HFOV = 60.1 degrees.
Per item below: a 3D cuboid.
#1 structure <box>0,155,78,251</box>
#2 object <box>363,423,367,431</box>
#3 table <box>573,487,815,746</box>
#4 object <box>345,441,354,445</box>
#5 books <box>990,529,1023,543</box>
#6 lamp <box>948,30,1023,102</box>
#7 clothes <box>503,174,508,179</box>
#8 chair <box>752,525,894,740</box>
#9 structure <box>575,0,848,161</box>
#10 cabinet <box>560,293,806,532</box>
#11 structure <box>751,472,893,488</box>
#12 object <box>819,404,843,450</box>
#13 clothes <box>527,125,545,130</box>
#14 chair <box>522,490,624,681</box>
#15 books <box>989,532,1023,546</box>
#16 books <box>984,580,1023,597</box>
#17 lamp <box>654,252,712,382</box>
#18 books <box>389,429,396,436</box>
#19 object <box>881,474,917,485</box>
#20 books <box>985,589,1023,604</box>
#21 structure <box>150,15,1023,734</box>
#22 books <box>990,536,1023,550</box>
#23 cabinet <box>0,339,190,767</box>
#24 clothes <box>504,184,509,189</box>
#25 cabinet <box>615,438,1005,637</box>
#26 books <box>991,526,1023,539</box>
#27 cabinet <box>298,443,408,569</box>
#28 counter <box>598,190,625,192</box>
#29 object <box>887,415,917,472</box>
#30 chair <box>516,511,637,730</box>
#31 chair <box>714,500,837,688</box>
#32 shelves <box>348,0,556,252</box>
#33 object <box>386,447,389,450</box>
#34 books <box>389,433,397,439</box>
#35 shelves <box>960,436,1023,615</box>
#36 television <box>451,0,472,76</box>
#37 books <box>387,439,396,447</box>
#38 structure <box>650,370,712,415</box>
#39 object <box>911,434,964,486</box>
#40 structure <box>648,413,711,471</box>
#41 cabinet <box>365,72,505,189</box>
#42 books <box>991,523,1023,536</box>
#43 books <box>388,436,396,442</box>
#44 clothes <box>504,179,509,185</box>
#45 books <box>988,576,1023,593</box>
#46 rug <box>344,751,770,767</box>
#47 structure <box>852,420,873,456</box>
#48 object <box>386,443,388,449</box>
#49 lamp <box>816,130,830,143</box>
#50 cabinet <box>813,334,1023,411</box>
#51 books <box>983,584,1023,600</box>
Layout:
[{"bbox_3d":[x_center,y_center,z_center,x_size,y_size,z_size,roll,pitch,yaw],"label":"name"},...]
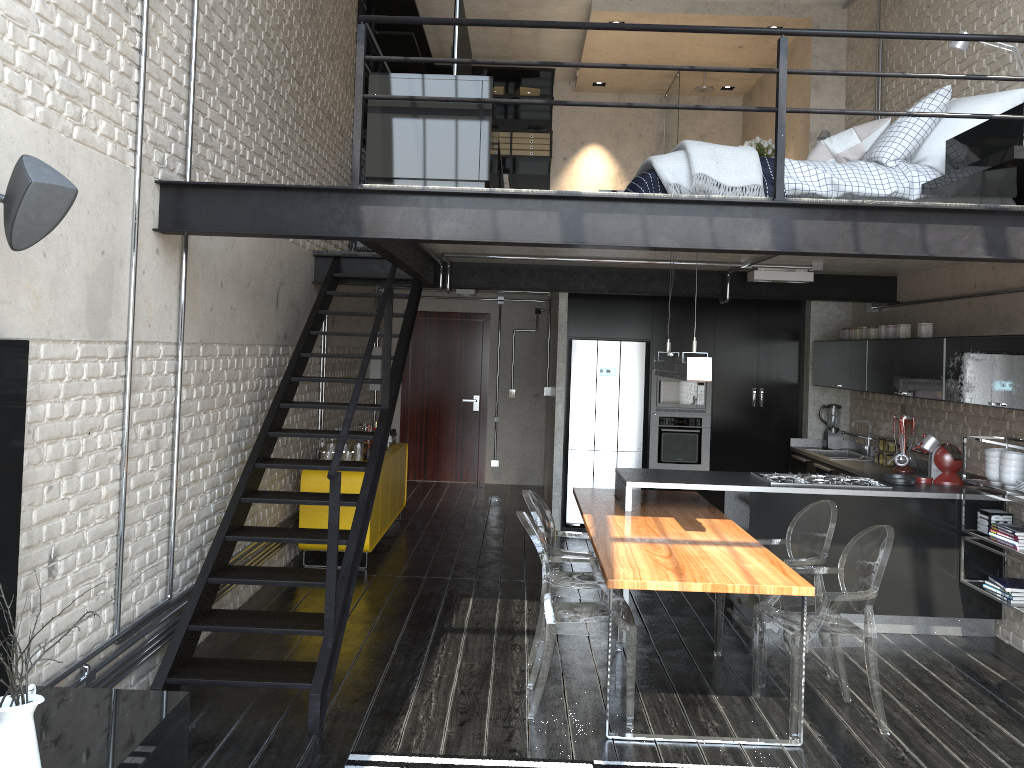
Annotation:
[{"bbox_3d":[-1.580,-0.576,2.810,0.358,0.306,0.177,2,0,19],"label":"structure"},{"bbox_3d":[-1.379,0.488,8.324,0.119,0.240,0.119,2,-1,17],"label":"object"},{"bbox_3d":[0.893,1.209,5.288,0.927,0.733,2.673,2,2,1],"label":"table"},{"bbox_3d":[-1.422,0.573,8.026,0.245,0.092,0.151,4,2,42],"label":"object"},{"bbox_3d":[3.001,0.898,5.216,0.211,0.021,0.293,2,2,-2],"label":"books"},{"bbox_3d":[2.802,-1.769,5.181,0.170,0.689,0.481,3,-1,-34],"label":"lamp"},{"bbox_3d":[-0.256,-2.624,11.337,0.399,0.068,0.494,2,2,-3],"label":"clothes"},{"bbox_3d":[1.563,1.164,4.353,0.590,0.941,0.540,2,-1,-4],"label":"chair"},{"bbox_3d":[2.061,-2.414,10.210,2.593,2.953,2.790,2,0,1],"label":"structure"},{"bbox_3d":[1.666,0.228,8.827,2.320,2.477,0.552,2,-1,1],"label":"cabinet"},{"bbox_3d":[2.104,0.650,6.063,0.811,0.026,0.502,2,2,1],"label":"structure"},{"bbox_3d":[2.982,0.396,8.289,0.223,0.423,0.162,2,-1,1],"label":"object"},{"bbox_3d":[0.310,-3.264,11.425,0.262,0.135,0.273,2,1,1],"label":"clothes"},{"bbox_3d":[0.336,1.095,5.034,0.590,0.941,0.539,2,-1,11],"label":"chair"},{"bbox_3d":[2.994,0.918,5.216,0.211,0.021,0.293,2,2,0],"label":"books"},{"bbox_3d":[2.975,1.212,5.242,0.201,0.023,0.278,2,2,-2],"label":"books"},{"bbox_3d":[0.938,-0.478,4.885,0.125,0.891,1.088,2,1,1],"label":"lamp"},{"bbox_3d":[-1.296,0.471,8.700,0.259,0.038,0.325,2,2,3],"label":"books"},{"bbox_3d":[2.629,0.656,6.022,0.227,0.050,0.310,3,2,29],"label":"object"},{"bbox_3d":[2.974,1.255,5.241,0.201,0.023,0.278,2,2,0],"label":"books"},{"bbox_3d":[0.841,-0.121,5.868,4.783,3.344,3.786,2,1,1],"label":"structure"},{"bbox_3d":[3.000,0.938,5.215,0.211,0.021,0.293,2,2,0],"label":"books"},{"bbox_3d":[-1.460,0.778,1.460,0.734,1.723,3.106,2,1,1],"label":"cabinet"},{"bbox_3d":[-0.250,-2.499,11.353,0.399,0.068,0.494,2,2,-4],"label":"clothes"},{"bbox_3d":[1.950,1.041,7.035,2.431,1.005,2.746,2,2,1],"label":"cabinet"},{"bbox_3d":[3.007,0.879,5.217,0.211,0.021,0.293,2,2,1],"label":"books"},{"bbox_3d":[-1.356,1.010,7.918,0.548,0.770,2.201,2,2,1],"label":"cabinet"},{"bbox_3d":[1.863,-1.488,8.955,2.614,0.814,0.753,2,0,1],"label":"counter"},{"bbox_3d":[2.993,0.453,6.778,0.211,0.427,0.202,2,-1,15],"label":"object"},{"bbox_3d":[0.300,1.118,4.393,0.590,0.941,0.539,2,-1,1],"label":"chair"},{"bbox_3d":[1.541,1.137,5.022,0.589,0.941,0.540,2,-1,-14],"label":"chair"},{"bbox_3d":[-0.565,-2.580,10.286,2.124,2.793,2.674,2,0,1],"label":"shelves"},{"bbox_3d":[-1.303,0.606,8.321,0.299,0.012,0.300,1,2,-19],"label":"object"},{"bbox_3d":[-1.302,0.505,8.712,0.287,0.031,0.351,2,2,1],"label":"books"},{"bbox_3d":[3.003,0.821,5.014,0.288,0.927,1.250,2,1,1],"label":"shelves"},{"bbox_3d":[-0.363,-1.999,5.911,0.296,0.862,1.318,2,1,1],"label":"television"},{"bbox_3d":[-1.302,0.573,8.710,0.259,0.044,0.351,2,2,3],"label":"books"},{"bbox_3d":[1.644,0.076,8.797,0.581,0.421,0.448,2,0,1],"label":"structure"},{"bbox_3d":[2.965,0.520,6.140,0.350,0.341,0.220,2,0,-15],"label":"object"},{"bbox_3d":[1.627,0.566,8.765,0.581,0.558,0.484,2,0,1],"label":"structure"},{"bbox_3d":[-0.388,-1.294,5.892,0.606,0.551,3.180,2,2,1],"label":"cabinet"},{"bbox_3d":[3.003,0.860,5.217,0.211,0.021,0.292,2,2,3],"label":"books"},{"bbox_3d":[-1.291,0.536,8.699,0.259,0.031,0.328,2,2,-1],"label":"books"},{"bbox_3d":[-0.238,-2.561,11.335,0.399,0.068,0.494,2,2,2],"label":"clothes"},{"bbox_3d":[2.980,1.191,5.243,0.201,0.023,0.278,2,2,10],"label":"books"},{"bbox_3d":[0.996,1.699,2.019,3.402,0.004,3.494,2,2,1],"label":"rug"},{"bbox_3d":[3.072,0.473,7.796,0.177,0.311,0.089,2,-1,1],"label":"structure"},{"bbox_3d":[-1.267,0.554,8.383,0.229,0.107,0.099,3,1,28],"label":"object"},{"bbox_3d":[2.830,-1.870,7.834,0.170,0.689,0.480,1,-1,35],"label":"lamp"},{"bbox_3d":[3.004,-0.115,6.410,0.399,0.421,3.895,2,2,1],"label":"cabinet"},{"bbox_3d":[2.969,1.233,5.242,0.201,0.023,0.278,2,2,-5],"label":"books"}]
